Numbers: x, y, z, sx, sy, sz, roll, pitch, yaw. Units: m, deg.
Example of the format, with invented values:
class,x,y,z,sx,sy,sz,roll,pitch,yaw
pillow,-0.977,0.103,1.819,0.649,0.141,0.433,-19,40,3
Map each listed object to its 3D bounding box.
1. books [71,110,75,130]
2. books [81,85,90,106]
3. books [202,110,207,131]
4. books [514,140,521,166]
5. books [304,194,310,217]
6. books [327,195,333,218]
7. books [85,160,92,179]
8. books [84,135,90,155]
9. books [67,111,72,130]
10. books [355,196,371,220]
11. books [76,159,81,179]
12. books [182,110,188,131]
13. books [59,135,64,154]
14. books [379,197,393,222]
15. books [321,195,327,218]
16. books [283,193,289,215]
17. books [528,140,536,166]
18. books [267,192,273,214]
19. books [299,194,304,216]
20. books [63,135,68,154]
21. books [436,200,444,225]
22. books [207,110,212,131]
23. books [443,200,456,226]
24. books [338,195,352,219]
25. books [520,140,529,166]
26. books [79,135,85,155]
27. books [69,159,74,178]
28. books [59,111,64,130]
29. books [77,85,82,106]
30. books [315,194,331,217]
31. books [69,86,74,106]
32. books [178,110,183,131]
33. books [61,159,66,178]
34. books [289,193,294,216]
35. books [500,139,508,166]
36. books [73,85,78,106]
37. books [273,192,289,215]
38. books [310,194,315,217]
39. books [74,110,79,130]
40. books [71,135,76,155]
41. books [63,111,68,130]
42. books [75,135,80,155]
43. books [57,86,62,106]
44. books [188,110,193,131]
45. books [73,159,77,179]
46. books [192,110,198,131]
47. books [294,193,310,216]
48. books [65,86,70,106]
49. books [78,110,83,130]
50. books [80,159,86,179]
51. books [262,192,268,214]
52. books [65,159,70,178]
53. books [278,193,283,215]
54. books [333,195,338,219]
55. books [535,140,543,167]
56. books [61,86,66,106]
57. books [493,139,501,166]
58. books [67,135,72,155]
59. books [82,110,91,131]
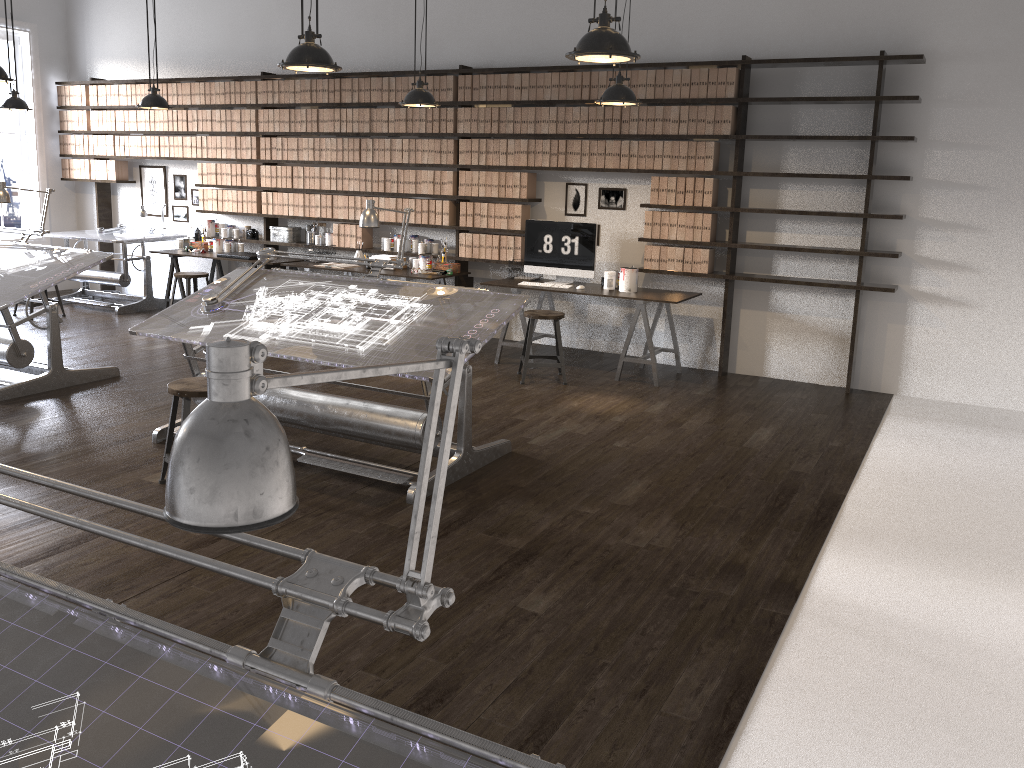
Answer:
class,x,y,z,sx,sy,sz,roll,pitch,yaw
books,-5.026,-3.056,10.292,0.067,0.223,0.176,7,13,27
books,-4.831,-3.297,10.144,0.067,0.223,0.176,7,13,27
books,-3.172,-2.767,9.334,0.067,0.223,0.176,7,13,27
books,0.087,-2.004,7.690,0.067,0.223,0.176,7,13,27
books,-1.995,-1.788,8.858,0.067,0.223,0.176,7,13,27
books,-1.743,-1.748,8.722,0.067,0.224,0.176,7,13,27
books,-4.865,-2.492,10.296,0.067,0.223,0.175,7,13,27
books,-4.853,-2.762,10.249,0.067,0.223,0.176,7,13,27
books,-5.082,-3.064,10.319,0.067,0.223,0.176,7,13,27
books,-1.436,-1.701,8.565,0.067,0.223,0.175,7,13,27
books,-4.994,-2.511,10.359,0.067,0.224,0.176,7,13,27
books,-3.428,-2.805,9.461,0.067,0.224,0.176,7,13,27
books,-5.235,-2.819,10.439,0.067,0.224,0.176,7,13,27
books,-1.187,-1.663,8.436,0.067,0.223,0.176,7,13,27
books,-1.807,-1.759,8.761,0.067,0.223,0.176,7,13,27
books,-2.235,-1.823,8.977,0.067,0.224,0.176,7,13,27
books,0.206,-1.986,7.630,0.067,0.223,0.176,7,13,27
books,-2.420,-1.852,9.075,0.067,0.223,0.175,7,13,27
books,-2.058,-1.796,8.884,0.067,0.224,0.176,7,13,27
books,-5.173,-2.811,10.414,0.067,0.223,0.176,7,13,27
books,-0.627,-1.577,8.145,0.067,0.224,0.176,7,13,27
books,-3.115,-2.756,9.298,0.067,0.224,0.176,7,13,27
books,-0.558,-1.567,8.111,0.067,0.223,0.176,7,13,27
books,-1.619,-1.730,8.661,0.067,0.223,0.176,7,13,27
books,0.144,-1.994,7.655,0.067,0.224,0.176,7,13,27
books,-4.921,-2.771,10.278,0.067,0.224,0.176,7,13,27
books,-5.105,-2.529,10.424,0.067,0.223,0.176,7,13,27
books,-5.207,-3.084,10.386,0.067,0.223,0.176,7,13,27
books,-4.896,-3.307,10.175,0.067,0.224,0.176,7,13,27
books,-1.872,-1.768,8.790,0.067,0.223,0.175,7,13,27
books,-5.017,-3.327,10.245,0.067,0.223,0.175,7,13,27
books,-3.491,-2.816,9.500,0.067,0.223,0.176,7,13,27
books,-5.236,-2.550,10.492,0.067,0.223,0.176,7,13,27
books,-2.170,-1.814,8.946,0.067,0.223,0.176,7,13,27
books,-0.034,-2.021,7.749,0.067,0.224,0.176,7,13,27
books,-4.956,-3.317,10.211,0.067,0.223,0.176,7,13,27
books,-2.356,-1.843,9.046,0.067,0.223,0.175,7,13,27
books,-1.933,-1.778,8.826,0.067,0.223,0.175,7,13,27
books,-4.969,-3.046,10.257,0.067,0.224,0.176,7,13,27
books,-5.050,-2.791,10.345,0.067,0.223,0.175,7,13,27
books,-5.147,-3.074,10.351,0.067,0.224,0.176,7,13,27
books,-4.985,-2.782,10.317,0.067,0.223,0.176,7,13,27
books,-5.210,-3.354,10.336,0.067,0.224,0.176,7,13,27
books,-3.359,-2.795,9.432,0.067,0.223,0.176,7,13,27
books,-5.048,-2.520,10.392,0.067,0.223,0.176,7,13,27
books,-3.299,-2.785,9.395,0.067,0.223,0.175,7,13,27
books,-2.114,-1.806,8.918,0.067,0.223,0.176,7,13,27
books,-5.080,-3.335,10.273,0.067,0.223,0.175,7,13,27
books,-4.907,-3.038,10.232,0.067,0.223,0.176,7,13,27
books,-4.930,-2.501,10.326,0.067,0.223,0.176,7,13,27
books,-2.485,-1.861,9.105,0.067,0.223,0.176,7,13,27
books,-5.173,-2.538,10.453,0.067,0.224,0.176,7,13,27
books,-2.296,-1.833,9.012,0.067,0.223,0.176,7,13,27
books,-1.676,-1.739,8.693,0.067,0.223,0.176,7,13,27
books,0.269,-1.976,7.597,0.067,0.223,0.175,7,13,27
books,-5.146,-3.344,10.303,0.067,0.223,0.176,7,13,27
books,-0.094,-2.032,7.784,0.067,0.223,0.176,7,13,27
books,-5.110,-2.801,10.381,0.067,0.223,0.175,7,13,27
books,-4.845,-3.029,10.199,0.067,0.223,0.175,7,13,27
